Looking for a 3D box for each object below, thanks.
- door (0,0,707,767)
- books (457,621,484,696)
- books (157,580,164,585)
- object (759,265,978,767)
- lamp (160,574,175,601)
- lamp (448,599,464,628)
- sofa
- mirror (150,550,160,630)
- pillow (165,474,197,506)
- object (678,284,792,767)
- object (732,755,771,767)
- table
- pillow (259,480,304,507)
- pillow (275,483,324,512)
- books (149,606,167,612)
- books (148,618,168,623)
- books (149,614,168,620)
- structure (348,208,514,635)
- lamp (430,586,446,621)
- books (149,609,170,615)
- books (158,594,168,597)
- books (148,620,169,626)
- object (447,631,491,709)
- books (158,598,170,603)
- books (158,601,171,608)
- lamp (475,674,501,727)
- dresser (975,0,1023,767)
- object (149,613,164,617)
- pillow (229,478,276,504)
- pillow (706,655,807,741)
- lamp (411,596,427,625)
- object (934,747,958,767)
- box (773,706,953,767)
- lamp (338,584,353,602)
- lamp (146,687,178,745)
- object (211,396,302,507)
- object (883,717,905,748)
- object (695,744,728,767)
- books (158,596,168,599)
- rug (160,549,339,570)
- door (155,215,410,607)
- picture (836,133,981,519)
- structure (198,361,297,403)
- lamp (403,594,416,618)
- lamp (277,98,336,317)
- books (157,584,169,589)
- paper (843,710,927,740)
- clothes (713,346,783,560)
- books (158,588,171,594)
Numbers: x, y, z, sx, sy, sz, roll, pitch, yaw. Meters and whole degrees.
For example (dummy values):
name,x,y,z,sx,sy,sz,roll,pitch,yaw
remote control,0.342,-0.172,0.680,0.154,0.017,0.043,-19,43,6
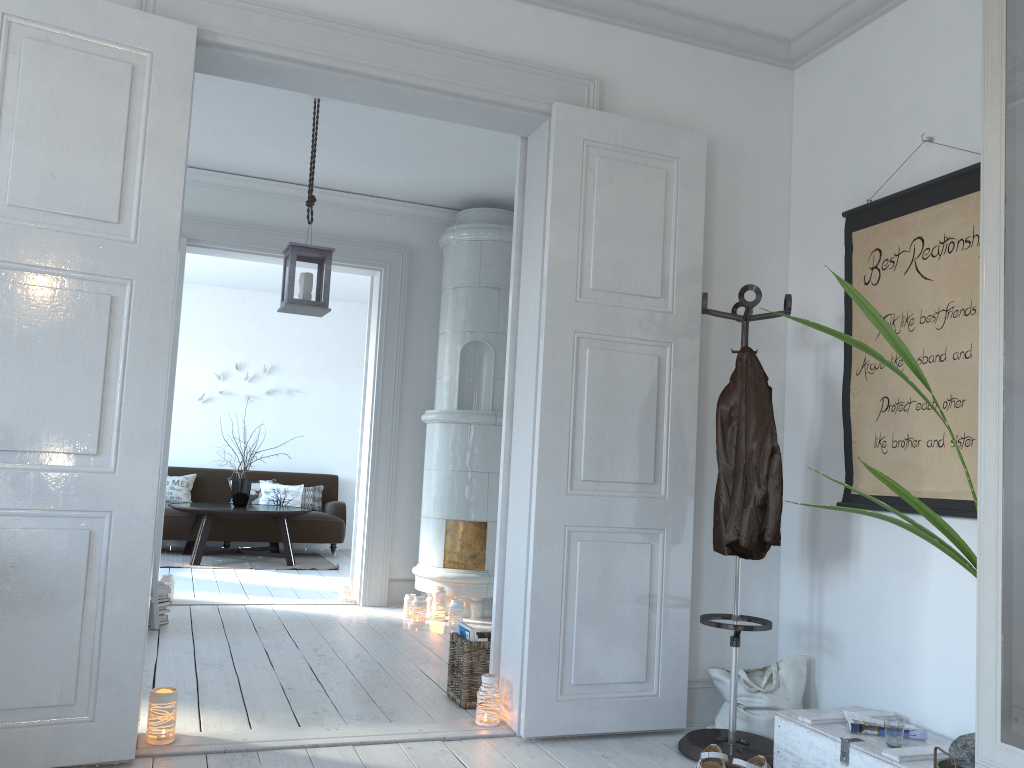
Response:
name,x,y,z,sx,sy,sz,roll,pitch,yaw
door,-0.555,-0.009,3.198,2.600,2.501,0.578,5,-5,-20
books,-0.118,1.156,3.708,0.201,0.299,0.180,5,-5,-20
books,-2.051,1.120,5.009,0.111,0.014,0.156,8,-8,-41
object,1.161,0.468,2.320,1.043,1.551,0.289,2,-5,9
lamp,-2.233,1.320,5.738,0.089,0.165,0.089,5,-5,-21
lamp,-0.340,1.396,5.395,0.089,0.165,0.089,5,-5,-21
sofa,-2.831,1.297,9.110,2.166,0.823,0.970,5,-6,-20
mirror,-2.205,0.566,4.779,0.417,1.486,0.611,0,-6,34
pillow,-3.484,1.083,8.992,0.519,0.366,0.239,5,-5,-21
object,0.824,0.489,3.216,0.374,1.656,0.375,4,-5,-13
object,0.778,1.211,2.761,0.099,0.125,0.273,-2,-7,42
table,-2.568,1.408,8.357,1.301,0.502,1.301,6,-7,-30
pillow,-2.417,1.170,9.267,0.471,0.308,0.188,5,-5,-20
pillow,-2.269,1.208,9.441,0.542,0.287,0.183,5,-5,-20
books,-2.057,1.255,4.991,0.167,0.022,0.128,2,-6,13
books,-2.052,1.320,4.988,0.176,0.016,0.128,1,-6,20
books,-2.051,1.304,4.987,0.180,0.016,0.128,0,-6,24
structure,-0.321,0.199,5.925,0.800,2.823,1.250,1,-5,24
lamp,-0.466,1.389,5.612,0.098,0.209,0.098,4,-5,-16
books,-2.048,1.275,4.988,0.187,0.017,0.132,1,-6,17
books,-2.044,1.178,4.997,0.181,0.016,0.128,-2,-8,40
books,-2.050,1.338,4.990,0.178,0.016,0.128,1,-6,17
object,-0.107,1.190,3.709,0.270,0.264,0.224,5,-6,-20
books,-2.043,1.213,5.000,0.178,0.016,0.128,1,-6,22
books,-2.041,1.232,4.990,0.193,0.022,0.128,2,-6,12
lamp,-0.087,1.186,3.326,0.093,0.179,0.093,7,-6,-37
dresser,1.543,0.072,1.359,0.631,2.159,1.434,5,-5,-20
object,-2.061,1.289,4.996,0.156,0.014,0.111,1,-6,22
pillow,-2.717,1.160,9.236,0.473,0.347,0.158,5,-5,-22
pillow,0.947,1.189,3.406,0.317,0.313,0.273,5,-6,-20
lamp,-0.568,1.387,5.431,0.089,0.165,0.089,5,-5,-19
object,1.014,1.044,2.080,0.132,0.351,0.138,3,-5,2
box,1.150,1.180,2.736,0.376,0.218,0.642,5,-6,-20
lamp,-1.151,1.446,6.128,0.093,0.110,0.094,3,-5,-3
lamp,-1.151,1.092,2.917,0.089,0.166,0.089,6,-6,-28
object,-2.403,0.637,8.400,0.525,1.064,0.847,-1,-7,40
object,1.132,1.035,2.626,0.060,0.081,0.060,0,-6,34
object,0.643,1.214,2.860,0.099,0.125,0.273,2,-6,12
books,-2.046,1.195,4.998,0.177,0.016,0.128,-1,-7,36
rug,-2.588,1.634,8.363,1.711,0.055,1.458,5,-6,-20
door,-1.621,0.219,6.014,2.600,2.501,0.578,5,-5,-20
picture,1.406,-0.215,3.017,0.057,1.311,0.794,5,-5,-20
structure,-2.869,0.004,9.674,1.025,0.477,0.085,5,-5,-20
lamp,-0.649,1.414,5.647,0.084,0.146,0.084,4,-5,-16
lamp,-1.004,-1.241,4.547,0.228,1.759,0.228,5,-5,-24
books,-2.039,1.136,4.999,0.187,0.017,0.132,-2,-8,42
paper,1.174,1.080,2.805,0.221,0.031,0.175,2,-6,12
clothes,0.845,0.243,3.165,0.237,0.769,0.211,2,-5,13
books,-2.033,1.157,4.996,0.200,0.026,0.128,-2,-8,41
